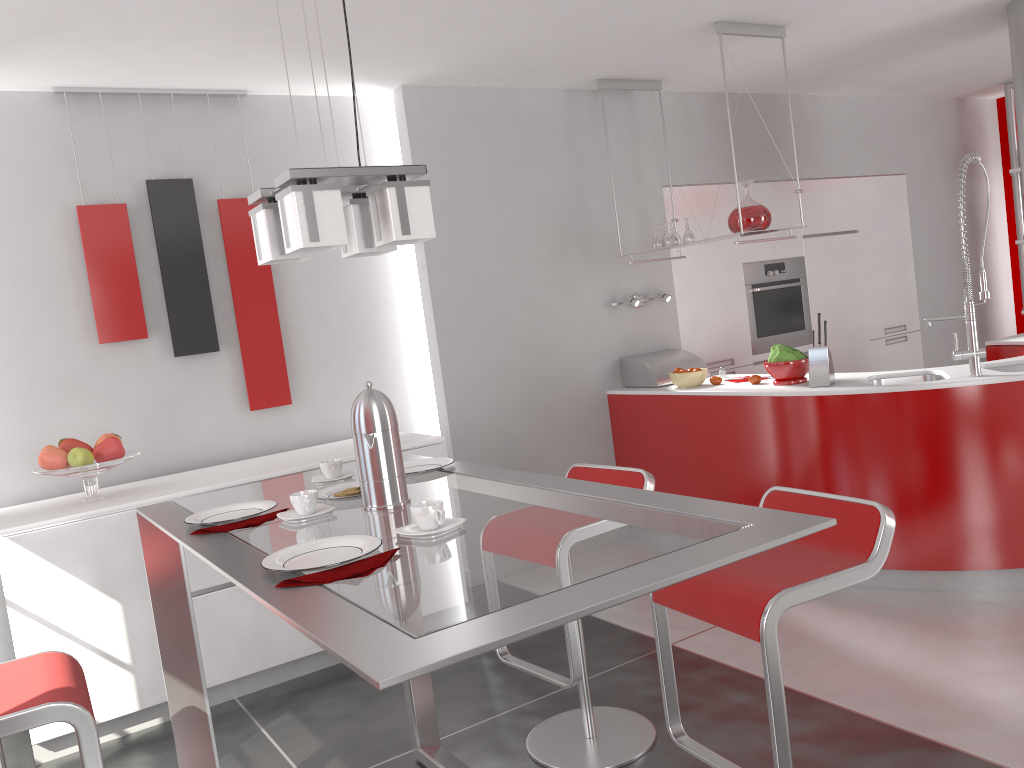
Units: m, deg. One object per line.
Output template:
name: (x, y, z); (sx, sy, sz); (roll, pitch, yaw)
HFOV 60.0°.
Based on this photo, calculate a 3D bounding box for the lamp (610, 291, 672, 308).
lamp: (0.777, -0.490, 5.176); (0.454, 0.081, 0.155); (-10, 5, -31)

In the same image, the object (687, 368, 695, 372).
object: (0.972, -0.064, 4.804); (0.062, 0.049, 0.066); (-11, 5, -34)

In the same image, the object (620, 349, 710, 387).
object: (0.888, -0.099, 5.143); (0.400, 0.170, 0.300); (-10, 5, -31)

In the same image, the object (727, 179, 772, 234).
object: (1.178, -0.882, 4.426); (0.213, 0.266, 0.213); (-8, 5, -3)

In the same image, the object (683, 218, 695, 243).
object: (0.937, -0.810, 4.717); (0.060, 0.141, 0.060); (-10, 5, -31)

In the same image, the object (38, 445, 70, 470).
object: (-1.796, 0.290, 3.483); (0.117, 0.105, 0.096); (-8, 5, -2)

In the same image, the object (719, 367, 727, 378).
object: (1.179, -0.066, 4.967); (0.042, 0.066, 0.043); (-9, 5, -18)

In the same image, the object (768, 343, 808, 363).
object: (1.346, -0.115, 4.298); (0.193, 0.182, 0.198); (-10, 5, -26)

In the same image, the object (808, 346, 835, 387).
object: (1.414, -0.085, 4.069); (0.091, 0.178, 0.137); (-5, 5, 32)

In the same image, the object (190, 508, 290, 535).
object: (-0.600, 0.314, 2.002); (0.234, 0.012, 0.095); (-11, 5, -33)

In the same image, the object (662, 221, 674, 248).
object: (0.828, -0.797, 4.738); (0.060, 0.141, 0.060); (-4, 6, 35)

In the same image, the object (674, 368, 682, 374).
object: (0.912, -0.061, 4.819); (0.055, 0.058, 0.066); (-3, 6, 44)

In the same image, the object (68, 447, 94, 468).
object: (-1.659, 0.284, 3.427); (0.083, 0.086, 0.100); (-6, 5, 18)

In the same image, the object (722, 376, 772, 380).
object: (1.287, -0.035, 4.701); (0.375, 0.008, 0.041); (-4, 6, 35)

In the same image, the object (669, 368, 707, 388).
object: (0.951, -0.027, 4.764); (0.201, 0.086, 0.201); (-10, 5, -30)

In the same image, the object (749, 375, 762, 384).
object: (1.226, -0.023, 4.471); (0.064, 0.048, 0.063); (-4, 6, 37)

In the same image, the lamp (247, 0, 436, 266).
lamp: (-0.433, -0.795, 1.900); (0.304, 1.025, 0.304); (-10, 5, -31)

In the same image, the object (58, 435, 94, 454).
object: (-1.786, 0.266, 3.602); (0.150, 0.129, 0.117); (-6, 5, 16)

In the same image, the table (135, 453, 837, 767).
table: (-0.196, 0.774, 1.978); (0.800, 1.000, 1.700); (-10, 5, -31)

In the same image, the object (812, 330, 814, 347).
object: (1.394, -0.148, 4.093); (0.009, 0.197, 0.091); (-5, 5, 30)

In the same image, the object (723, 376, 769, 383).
object: (1.245, -0.026, 4.738); (0.168, 0.006, 0.266); (-8, 5, -5)

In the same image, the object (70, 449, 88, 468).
object: (-1.726, 0.298, 3.538); (0.084, 0.079, 0.086); (-8, 5, -3)

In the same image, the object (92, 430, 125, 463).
object: (-1.612, 0.249, 3.542); (0.117, 0.133, 0.097); (-12, 6, -42)

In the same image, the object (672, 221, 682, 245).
object: (0.884, -0.809, 4.801); (0.060, 0.141, 0.060); (-10, 5, -31)

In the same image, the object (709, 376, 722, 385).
object: (1.075, -0.017, 4.678); (0.063, 0.047, 0.065); (-10, 5, -32)

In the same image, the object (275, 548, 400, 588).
object: (-0.271, 0.311, 1.481); (0.234, 0.012, 0.095); (-11, 5, -33)

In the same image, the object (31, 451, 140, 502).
object: (-1.686, 0.384, 3.544); (0.398, 0.159, 0.398); (-6, 5, 18)

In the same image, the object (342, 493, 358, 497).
object: (-0.398, 0.273, 2.178); (0.036, 0.006, 0.034); (-10, 5, -27)

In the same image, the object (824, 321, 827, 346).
object: (1.440, -0.149, 4.065); (0.012, 0.279, 0.130); (-5, 5, 30)

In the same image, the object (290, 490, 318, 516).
object: (-0.469, 0.271, 1.998); (0.062, 0.049, 0.078); (-7, 5, 9)

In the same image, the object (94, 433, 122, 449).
object: (-1.671, 0.255, 3.659); (0.121, 0.101, 0.097); (-4, 6, 37)

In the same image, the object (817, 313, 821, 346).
object: (1.419, -0.164, 4.086); (0.014, 0.322, 0.150); (-5, 5, 30)

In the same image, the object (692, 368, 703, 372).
object: (0.989, -0.061, 4.739); (0.062, 0.049, 0.066); (-10, 5, -23)

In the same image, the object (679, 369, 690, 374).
object: (0.928, -0.055, 4.761); (0.065, 0.052, 0.062); (-3, 6, 43)

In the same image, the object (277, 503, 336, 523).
object: (-0.465, 0.294, 2.008); (0.119, 0.016, 0.119); (-11, 5, -34)

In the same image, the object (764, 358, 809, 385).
object: (1.347, -0.062, 4.311); (0.229, 0.118, 0.228); (-5, 5, 30)
